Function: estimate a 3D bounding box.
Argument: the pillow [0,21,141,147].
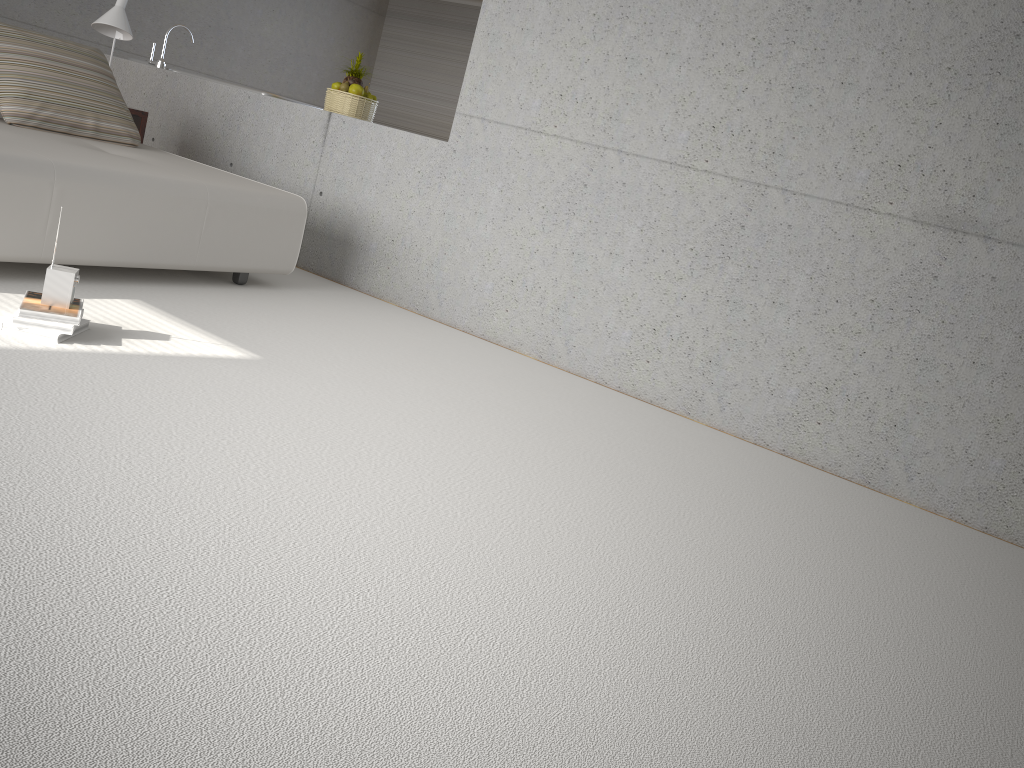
[{"bbox_3d":[-2.542,-1.675,4.952,0.585,0.510,0.808,21,14,29],"label":"pillow"}]

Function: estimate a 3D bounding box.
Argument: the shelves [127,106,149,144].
[{"bbox_3d":[-3.148,-1.381,4.829,0.405,0.706,2.256,20,14,28],"label":"shelves"}]

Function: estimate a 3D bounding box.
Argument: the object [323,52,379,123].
[{"bbox_3d":[-1.071,-2.033,6.001,0.335,0.436,0.372,18,11,14],"label":"object"}]

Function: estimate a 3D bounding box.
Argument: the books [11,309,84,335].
[{"bbox_3d":[-1.628,-0.237,3.110,0.188,0.031,0.270,10,14,-21],"label":"books"}]

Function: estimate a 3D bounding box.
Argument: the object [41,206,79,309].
[{"bbox_3d":[-1.544,-0.440,3.044,0.089,0.362,0.189,12,11,-20],"label":"object"}]

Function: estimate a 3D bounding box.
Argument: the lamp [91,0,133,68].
[{"bbox_3d":[-2.501,-2.127,5.562,0.245,0.691,0.326,17,10,10],"label":"lamp"}]

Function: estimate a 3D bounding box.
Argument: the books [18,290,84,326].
[{"bbox_3d":[-1.618,-0.268,3.112,0.188,0.031,0.270,8,15,-26],"label":"books"}]

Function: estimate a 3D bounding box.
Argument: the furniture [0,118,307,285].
[{"bbox_3d":[-2.364,-0.954,4.347,1.631,0.515,2.174,22,15,28],"label":"furniture"}]

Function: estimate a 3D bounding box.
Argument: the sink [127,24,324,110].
[{"bbox_3d":[-2.185,-2.344,6.681,1.723,0.533,0.768,22,14,29],"label":"sink"}]

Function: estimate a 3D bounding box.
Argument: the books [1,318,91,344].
[{"bbox_3d":[-1.637,-0.207,3.115,0.188,0.031,0.269,13,13,-7],"label":"books"}]
